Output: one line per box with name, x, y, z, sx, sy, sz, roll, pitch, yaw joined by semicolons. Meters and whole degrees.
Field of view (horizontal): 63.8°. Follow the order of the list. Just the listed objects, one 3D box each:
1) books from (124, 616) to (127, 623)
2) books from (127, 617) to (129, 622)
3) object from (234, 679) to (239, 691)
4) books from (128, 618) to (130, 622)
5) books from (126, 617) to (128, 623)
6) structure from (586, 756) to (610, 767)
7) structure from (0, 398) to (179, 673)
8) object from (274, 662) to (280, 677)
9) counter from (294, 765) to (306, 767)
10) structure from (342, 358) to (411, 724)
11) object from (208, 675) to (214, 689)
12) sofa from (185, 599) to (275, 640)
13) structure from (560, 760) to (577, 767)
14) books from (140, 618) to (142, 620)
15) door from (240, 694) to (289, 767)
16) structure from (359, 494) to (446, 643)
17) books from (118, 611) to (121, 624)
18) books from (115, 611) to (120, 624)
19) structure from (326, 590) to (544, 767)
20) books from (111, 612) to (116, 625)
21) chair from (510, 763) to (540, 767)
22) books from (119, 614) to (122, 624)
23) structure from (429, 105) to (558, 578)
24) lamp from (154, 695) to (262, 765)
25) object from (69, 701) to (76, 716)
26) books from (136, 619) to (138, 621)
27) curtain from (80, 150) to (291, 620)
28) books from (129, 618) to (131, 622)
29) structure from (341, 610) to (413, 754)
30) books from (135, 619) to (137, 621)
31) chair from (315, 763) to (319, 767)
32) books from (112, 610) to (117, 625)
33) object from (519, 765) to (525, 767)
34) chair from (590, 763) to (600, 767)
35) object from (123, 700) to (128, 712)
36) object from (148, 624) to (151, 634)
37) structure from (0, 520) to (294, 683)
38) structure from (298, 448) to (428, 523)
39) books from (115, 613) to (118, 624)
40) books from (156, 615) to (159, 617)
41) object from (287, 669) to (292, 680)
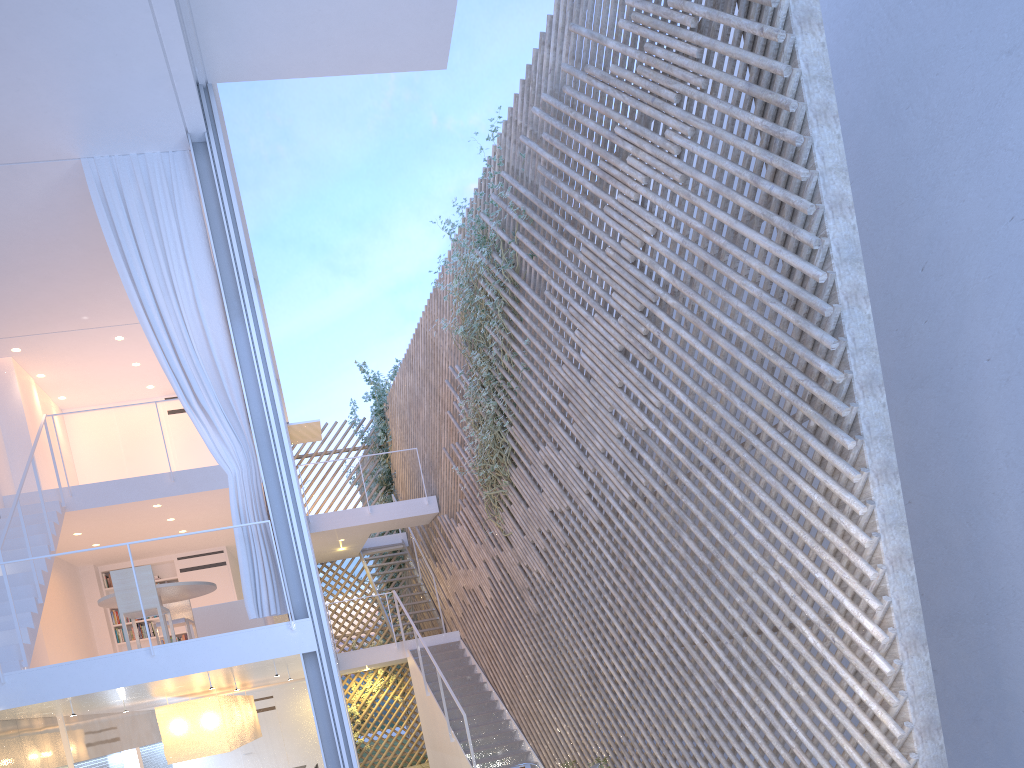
books;-3.526;2.128;7.511;0.015;0.122;0.093;-12;-4;-15
books;-3.501;2.122;7.513;0.005;0.125;0.100;-12;-5;-15
object;-1.766;1.920;5.259;0.029;0.077;0.029;-11;1;-2
books;-3.494;2.119;7.514;0.008;0.130;0.100;-12;-4;-15
books;-3.514;2.114;7.514;0.015;0.148;0.091;-12;-2;-15
structure;0.562;2.500;5.192;0.288;0.312;0.336;-8;-9;-28
structure;-1.955;1.071;3.873;1.704;3.187;3.875;-11;-9;-14
object;-2.171;2.310;5.065;1.648;0.783;1.972;-8;-16;-15
counter;-2.207;3.656;7.091;0.804;0.355;2.695;-8;-18;-14
structure;-1.540;2.304;10.655;1.096;4.384;3.469;-12;-5;-17
object;-1.570;1.550;4.281;0.029;0.077;0.029;-11;1;-2
sofa;-1.983;1.805;5.914;0.493;0.350;1.052;-9;-16;-14
structure;0.423;2.777;5.828;0.265;0.252;0.275;-11;-8;-6
books;-3.399;2.111;7.534;0.015;0.120;0.097;-12;-5;-15
door;-2.889;3.266;6.744;0.480;1.114;5.830;-11;-17;-3
structure;-1.292;1.985;9.037;0.524;1.829;1.321;-12;-4;-20
books;-3.567;2.134;7.500;0.006;0.119;0.099;-12;-5;-15
books;-3.580;2.136;7.499;0.020;0.119;0.096;-12;-5;-15
structure;-0.742;2.618;7.146;1.159;1.892;2.083;-10;-8;-20
books;-3.618;2.138;7.490;0.015;0.125;0.099;-12;-5;-15
chair;0.100;2.461;4.920;0.259;0.369;0.258;-10;-4;-13
books;-3.562;2.137;7.508;0.006;0.116;0.084;-12;-4;-15
structure;-0.013;-0.049;5.735;0.723;2.633;2.499;-12;-6;-23
lamp;-2.511;2.901;7.011;0.441;0.401;2.467;-9;-18;-14
object;-2.221;1.637;4.154;0.029;0.077;0.029;-11;1;-2
books;-3.433;2.106;7.529;0.009;0.141;0.093;-12;-3;-15
curtain;-1.583;0.032;4.034;0.506;2.361;0.098;-12;3;-14
books;-3.486;2.120;7.515;0.007;0.125;0.100;-12;-5;-15
structure;-1.565;3.667;9.817;1.129;1.949;0.295;-11;3;-11
books;-3.442;2.109;7.527;0.010;0.137;0.093;-12;-3;-15
chair;-1.886;3.756;7.636;0.237;0.427;0.195;-11;-1;-11
books;-3.605;2.131;7.496;0.015;0.138;0.092;-12;-3;-15
object;0.064;2.209;4.692;0.033;0.075;0.030;-11;0;32
chair;0.382;2.247;4.457;0.258;0.369;0.258;-13;-4;27
object;-2.417;2.008;5.132;0.029;0.077;0.029;-11;1;-2
object;-3.319;2.273;7.564;0.006;0.125;0.075;-12;-2;-15
structure;-1.521;1.347;3.217;1.347;1.733;1.514;-10;-6;-13
structure;-1.414;0.967;7.870;1.125;0.556;0.027;-8;3;-11
books;-3.593;2.139;7.498;0.006;0.117;0.094;-12;-5;-15
books;-3.263;2.110;7.576;0.020;0.096;0.065;-12;-3;-15
object;-1.444;1.877;5.322;0.029;0.077;0.029;-11;1;-2
